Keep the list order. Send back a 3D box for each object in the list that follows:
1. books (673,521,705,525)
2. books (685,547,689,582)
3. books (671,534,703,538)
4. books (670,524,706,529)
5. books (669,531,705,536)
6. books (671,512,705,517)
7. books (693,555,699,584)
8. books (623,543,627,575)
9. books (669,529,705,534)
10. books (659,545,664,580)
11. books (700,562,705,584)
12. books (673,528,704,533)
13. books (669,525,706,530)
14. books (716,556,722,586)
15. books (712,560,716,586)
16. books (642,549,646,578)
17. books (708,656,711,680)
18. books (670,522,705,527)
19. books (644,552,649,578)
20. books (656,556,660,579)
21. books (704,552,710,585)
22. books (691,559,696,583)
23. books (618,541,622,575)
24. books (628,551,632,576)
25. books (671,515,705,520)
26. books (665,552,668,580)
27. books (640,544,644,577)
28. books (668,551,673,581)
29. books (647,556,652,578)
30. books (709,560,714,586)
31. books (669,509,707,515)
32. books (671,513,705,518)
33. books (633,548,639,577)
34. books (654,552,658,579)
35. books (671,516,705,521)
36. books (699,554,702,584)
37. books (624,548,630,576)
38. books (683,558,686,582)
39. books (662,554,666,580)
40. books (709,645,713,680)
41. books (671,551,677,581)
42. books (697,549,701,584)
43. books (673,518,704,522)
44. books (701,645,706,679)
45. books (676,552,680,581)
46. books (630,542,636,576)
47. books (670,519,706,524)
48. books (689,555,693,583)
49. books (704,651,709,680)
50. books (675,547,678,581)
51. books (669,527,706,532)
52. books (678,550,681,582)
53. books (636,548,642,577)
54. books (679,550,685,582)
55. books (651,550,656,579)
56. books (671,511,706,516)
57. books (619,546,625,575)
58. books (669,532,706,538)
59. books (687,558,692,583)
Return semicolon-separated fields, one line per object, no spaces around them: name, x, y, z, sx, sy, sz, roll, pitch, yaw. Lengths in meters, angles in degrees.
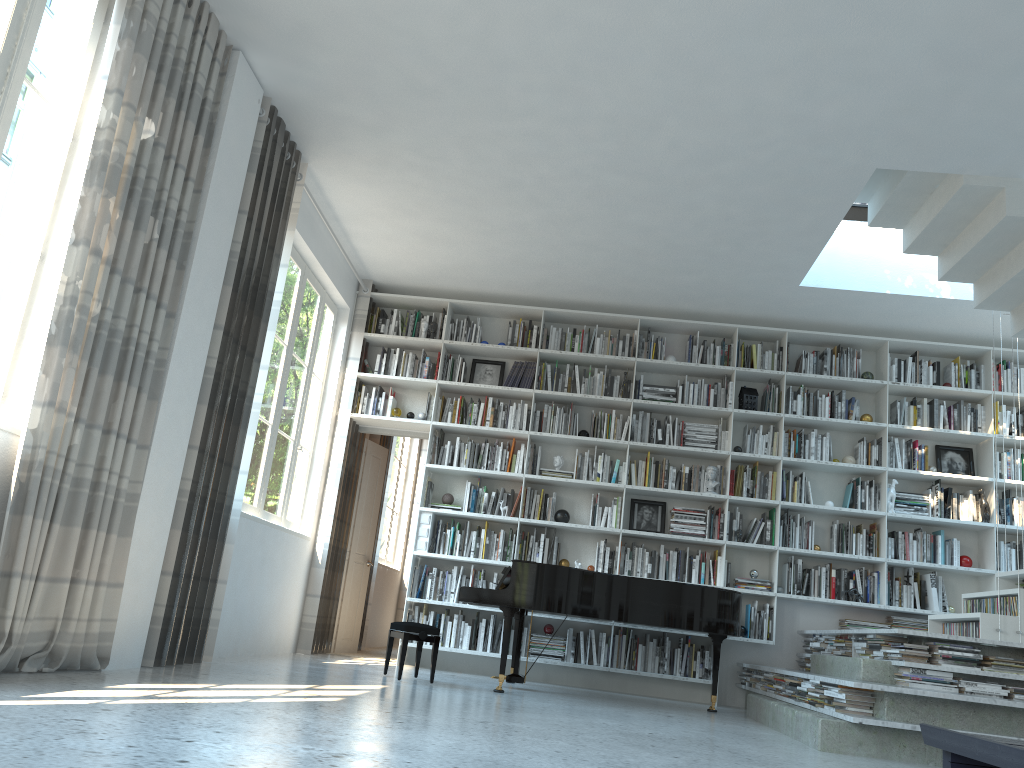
books;1.466;1.172;7.408;0.254;0.012;0.161;7;-15;0
books;1.436;1.501;7.318;0.012;0.296;0.178;6;-15;5
books;1.453;1.276;7.387;0.254;0.012;0.161;5;-15;7
books;1.463;1.197;7.408;0.285;0.012;0.160;5;-15;7
books;1.456;1.254;7.396;0.285;0.012;0.160;6;-15;4
books;1.474;1.102;7.429;0.254;0.012;0.161;7;-15;1
books;1.510;1.537;7.299;0.023;0.234;0.175;6;-15;5
books;0.932;1.464;7.365;0.011;0.274;0.146;6;-15;5
books;1.457;1.240;7.390;0.285;0.012;0.160;4;-15;10
books;1.229;1.485;7.342;0.026;0.291;0.152;6;-15;5
books;1.558;1.566;7.283;0.023;0.182;0.169;6;-15;5
books;1.459;1.229;7.393;0.254;0.012;0.161;7;-15;0
books;1.462;1.209;7.408;0.285;0.012;0.160;5;-15;6
books;1.689;1.547;7.276;0.033;0.245;0.176;6;-15;5
books;1.655;1.559;7.281;0.011;0.216;0.166;6;-15;5
books;1.087;1.497;7.357;0.021;0.243;0.142;6;-15;5
books;1.569;2.271;7.105;0.023;0.181;0.149;6;-15;5
books;1.464;1.183;7.404;0.285;0.012;0.160;4;-15;10
books;1.106;1.506;7.330;0.023;0.217;0.175;6;-15;5
books;1.198;1.525;7.319;0.023;0.196;0.165;6;-15;5
books;1.598;1.530;7.303;0.026;0.271;0.175;6;-15;5
books;1.486;1.550;7.298;0.023;0.204;0.168;6;-15;5
books;0.892;1.458;7.380;0.012;0.284;0.160;6;-15;5
books;0.972;1.501;7.354;0.024;0.208;0.170;6;-15;5
books;1.472;1.126;7.422;0.254;0.012;0.161;7;-15;1
books;1.278;1.517;7.332;0.031;0.236;0.159;6;-15;5
books;1.071;1.472;7.346;0.013;0.281;0.167;6;-15;5
books;1.307;1.515;7.346;0.025;0.254;0.136;6;-15;5
books;1.129;1.523;7.319;0.029;0.183;0.175;6;-15;5
books;1.628;1.559;7.282;0.042;0.211;0.169;6;-15;5
books;1.477;1.079;7.432;0.285;0.012;0.160;7;-15;0
books;1.473;1.115;7.428;0.254;0.012;0.161;6;-15;2
books;1.025;1.490;7.365;0.024;0.247;0.132;6;-15;5
books;1.183;1.510;7.337;0.013;0.229;0.139;6;-15;5
books;1.470;1.138;7.421;0.254;0.012;0.161;6;-15;2
books;1.545;1.536;7.318;0.014;0.255;0.145;6;-15;5
books;0.947;1.483;7.348;0.027;0.233;0.168;6;-15;5
books;1.414;1.547;7.317;0.021;0.202;0.128;6;-15;5
books;1.250;1.524;7.339;0.025;0.220;0.140;6;-15;5
books;1.600;2.214;7.047;0.038;0.268;0.278;6;-15;5
books;1.330;1.515;7.316;0.026;0.244;0.192;6;-15;5
books;1.533;1.514;7.316;0.014;0.293;0.138;6;-15;5
books;1.469;1.150;7.418;0.254;0.012;0.161;5;-15;8
books;1.527;2.230;7.112;0.012;0.255;0.177;6;-15;5
books;1.364;1.519;7.331;0.011;0.251;0.159;6;-15;5
books;1.003;1.468;7.379;0.027;0.290;0.141;6;-15;5
books;1.467;1.160;7.410;0.285;0.012;0.160;4;-15;10
books;1.470;1.536;7.315;0.014;0.234;0.154;6;-15;5
books;1.545;2.248;7.100;0.029;0.217;0.191;6;-15;5
books;1.354;1.503;7.343;0.014;0.285;0.135;6;-15;5
books;1.461;1.221;7.407;0.285;0.012;0.160;6;-15;5
books;1.374;1.513;7.321;0.010;0.260;0.182;6;-15;5
books;1.050;1.488;7.346;0.027;0.245;0.180;6;-15;5
books;1.393;1.511;7.313;0.028;0.263;0.162;6;-15;5
books;1.162;1.502;7.331;0.029;0.237;0.166;6;-15;5
books;1.476;1.092;7.436;0.285;0.012;0.160;5;-15;7
books;0.910;1.479;7.370;0.029;0.243;0.154;6;-15;5
books;1.454;1.263;7.384;0.285;0.012;0.160;7;-15;0
books;1.448;1.545;7.302;0.024;0.206;0.183;6;-15;5
